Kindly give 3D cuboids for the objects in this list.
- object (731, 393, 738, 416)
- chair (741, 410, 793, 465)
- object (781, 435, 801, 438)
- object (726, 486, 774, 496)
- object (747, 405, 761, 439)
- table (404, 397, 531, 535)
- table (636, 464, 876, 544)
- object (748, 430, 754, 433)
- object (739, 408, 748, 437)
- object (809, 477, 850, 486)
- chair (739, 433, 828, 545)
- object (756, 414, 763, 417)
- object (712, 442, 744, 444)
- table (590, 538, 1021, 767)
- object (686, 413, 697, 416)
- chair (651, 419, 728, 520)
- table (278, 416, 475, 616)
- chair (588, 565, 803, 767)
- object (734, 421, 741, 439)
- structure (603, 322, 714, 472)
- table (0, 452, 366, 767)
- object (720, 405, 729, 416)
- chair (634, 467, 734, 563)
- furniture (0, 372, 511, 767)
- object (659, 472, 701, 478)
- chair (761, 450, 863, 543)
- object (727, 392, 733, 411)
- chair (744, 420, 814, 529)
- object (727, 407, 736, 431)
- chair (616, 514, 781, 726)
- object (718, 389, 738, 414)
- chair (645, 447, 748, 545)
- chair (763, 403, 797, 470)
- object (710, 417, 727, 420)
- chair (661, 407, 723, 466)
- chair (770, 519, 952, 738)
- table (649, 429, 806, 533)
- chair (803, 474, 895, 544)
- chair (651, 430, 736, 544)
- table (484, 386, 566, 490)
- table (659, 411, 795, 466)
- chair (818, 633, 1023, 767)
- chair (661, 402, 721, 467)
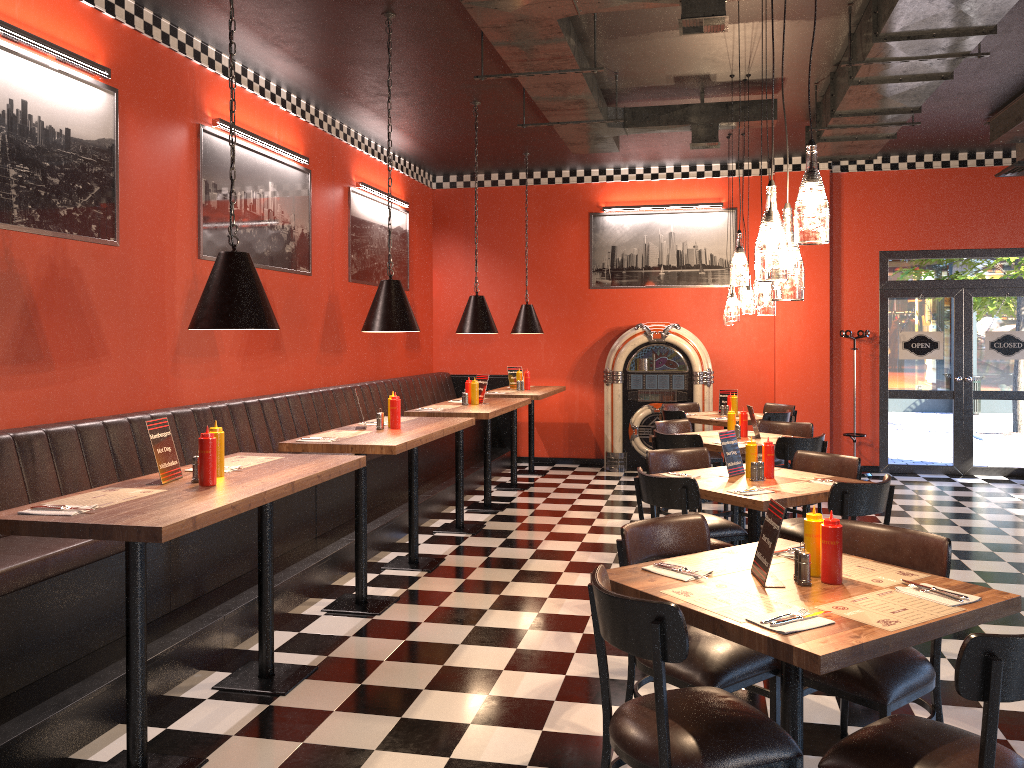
[{"bbox_3d":[2.278,0.209,9.068,0.068,0.238,0.068,0,1,10],"label":"object"},{"bbox_3d":[2.457,0.687,8.702,0.544,0.867,0.486,1,2,44],"label":"chair"},{"bbox_3d":[2.219,0.426,7.040,0.157,0.019,0.255,-2,3,-30],"label":"object"},{"bbox_3d":[1.265,0.556,4.645,0.255,0.019,0.157,-2,3,-30],"label":"object"},{"bbox_3d":[1.946,0.303,7.134,0.072,0.257,0.188,0,1,2],"label":"object"},{"bbox_3d":[-0.335,0.678,7.797,0.695,0.999,1.694,0,2,12],"label":"table"},{"bbox_3d":[1.386,0.931,5.035,0.957,0.773,0.961,-1,2,-33],"label":"table"},{"bbox_3d":[1.930,0.402,7.515,0.255,0.019,0.157,-2,4,-33],"label":"object"},{"bbox_3d":[1.874,0.310,7.173,0.068,0.238,0.068,0,1,18],"label":"object"},{"bbox_3d":[1.757,0.540,4.907,0.157,0.019,0.255,-2,4,-33],"label":"object"},{"bbox_3d":[2.050,0.797,6.632,0.486,0.867,0.545,-1,1,-28],"label":"chair"},{"bbox_3d":[2.581,0.323,8.984,0.157,0.019,0.255,-2,4,-32],"label":"object"},{"bbox_3d":[1.670,0.442,6.770,0.255,0.019,0.157,-2,3,-31],"label":"object"},{"bbox_3d":[0.934,1.044,2.921,0.960,0.773,0.957,-1,2,-33],"label":"table"},{"bbox_3d":[1.821,0.312,9.242,0.157,0.019,0.255,-2,3,-30],"label":"object"},{"bbox_3d":[1.485,0.752,7.530,0.486,0.867,0.545,-1,1,-40],"label":"chair"},{"bbox_3d":[-0.790,0.788,5.737,0.695,0.999,1.694,0,2,12],"label":"table"},{"bbox_3d":[0.512,1.012,2.665,0.544,0.867,0.486,-1,1,-21],"label":"chair"},{"bbox_3d":[1.808,0.366,7.099,0.047,0.136,0.094,0,1,2],"label":"object"},{"bbox_3d":[1.740,0.145,10.539,1.294,1.767,0.500,0,1,12],"label":"structure"},{"bbox_3d":[-1.247,0.899,3.666,0.695,0.999,1.694,0,2,12],"label":"table"},{"bbox_3d":[2.188,0.259,9.103,0.093,0.136,0.047,0,1,12],"label":"object"},{"bbox_3d":[0.959,0.897,4.811,0.544,0.867,0.486,-1,1,-30],"label":"chair"},{"bbox_3d":[-1.421,0.646,7.042,1.104,1.148,8.767,0,3,12],"label":"furniture"},{"bbox_3d":[0.993,0.530,5.150,0.157,0.019,0.255,-2,4,-31],"label":"object"},{"bbox_3d":[1.801,0.866,5.349,0.544,0.867,0.486,-1,1,-32],"label":"chair"},{"bbox_3d":[2.259,0.204,9.160,0.068,0.238,0.068,0,1,10],"label":"object"},{"bbox_3d":[2.217,0.758,7.363,0.486,0.867,0.545,1,1,35],"label":"chair"},{"bbox_3d":[1.783,0.309,7.195,0.068,0.238,0.068,0,1,18],"label":"object"},{"bbox_3d":[0.693,0.975,3.346,0.486,0.867,0.545,-1,1,-38],"label":"chair"},{"bbox_3d":[2.260,0.189,9.265,0.188,0.257,0.072,0,1,22],"label":"object"},{"bbox_3d":[1.126,0.858,5.541,0.486,0.867,0.545,-1,1,-23],"label":"chair"},{"bbox_3d":[2.712,0.650,9.384,0.544,0.867,0.486,-1,1,-23],"label":"chair"},{"bbox_3d":[2.084,0.338,8.732,0.255,0.019,0.157,-2,3,-29],"label":"object"},{"bbox_3d":[1.776,0.680,8.883,0.544,0.867,0.487,0,1,-13],"label":"chair"},{"bbox_3d":[1.288,0.979,3.229,0.545,0.867,0.486,-1,1,-38],"label":"chair"},{"bbox_3d":[1.791,0.818,7.139,0.957,0.773,0.961,-1,2,-33],"label":"table"},{"bbox_3d":[1.691,0.903,4.643,0.486,0.867,0.545,-1,1,-35],"label":"chair"},{"bbox_3d":[1.375,0.790,6.824,0.545,0.867,0.486,-1,1,-38],"label":"chair"},{"bbox_3d":[0.126,0.566,9.887,0.695,0.999,1.694,0,2,12],"label":"table"},{"bbox_3d":[2.202,0.712,9.124,0.957,0.773,0.961,-1,2,-33],"label":"table"},{"bbox_3d":[1.194,1.023,2.410,0.486,0.867,0.545,-1,1,-38],"label":"chair"},{"bbox_3d":[1.893,0.648,9.477,0.486,0.867,0.545,-1,1,-23],"label":"chair"}]
